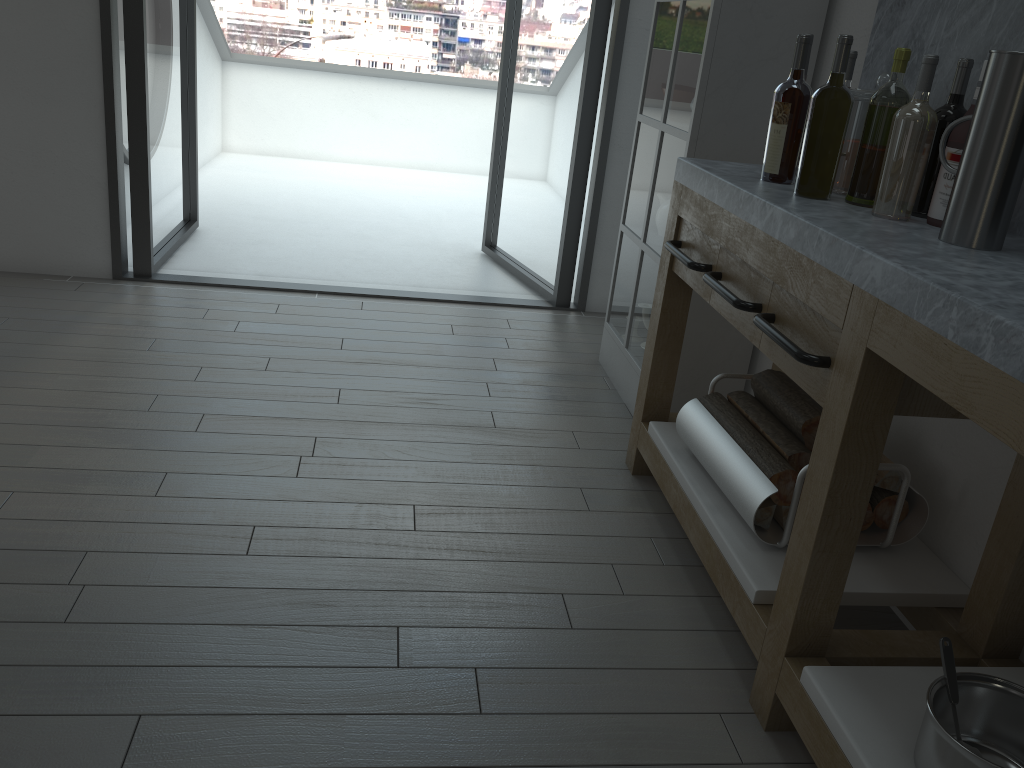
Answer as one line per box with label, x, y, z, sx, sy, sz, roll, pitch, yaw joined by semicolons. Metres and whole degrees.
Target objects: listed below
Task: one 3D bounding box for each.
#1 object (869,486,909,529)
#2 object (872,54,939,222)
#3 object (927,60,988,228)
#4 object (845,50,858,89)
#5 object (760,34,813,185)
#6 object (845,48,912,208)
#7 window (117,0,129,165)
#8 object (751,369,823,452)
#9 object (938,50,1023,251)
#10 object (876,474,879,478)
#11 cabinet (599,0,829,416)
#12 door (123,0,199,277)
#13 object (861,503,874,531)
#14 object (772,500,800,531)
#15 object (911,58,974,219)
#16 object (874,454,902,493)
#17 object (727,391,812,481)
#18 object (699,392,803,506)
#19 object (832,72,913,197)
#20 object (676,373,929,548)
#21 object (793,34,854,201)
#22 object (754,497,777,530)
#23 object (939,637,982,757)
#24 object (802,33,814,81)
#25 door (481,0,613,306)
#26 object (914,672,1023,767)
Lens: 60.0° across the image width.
object;0.849;0.215;2.271;0.091;0.091;0.441;2;22;-11
object;0.811;-0.497;1.807;0.085;0.327;0.086;6;20;-1
object;0.915;-0.475;1.775;0.081;0.326;0.082;13;21;17
object;0.834;-0.682;2.276;0.085;0.327;0.086;6;20;-1
object;0.674;-0.659;2.153;0.093;0.355;0.093;16;22;23
object;0.814;-0.557;1.940;0.092;0.336;0.092;10;21;8
window;-2.049;-1.925;4.759;0.104;1.456;1.485;3;21;-9
object;0.711;0.064;2.247;0.104;0.101;0.295;2;22;-11
object;0.875;-0.425;1.617;0.114;0.336;0.166;5;21;-6
object;0.752;0.148;2.238;0.115;0.079;0.439;2;22;-11
cabinet;0.688;-0.883;3.082;0.361;1.970;0.648;3;21;-9
door;-1.620;-1.775;4.124;0.080;2.324;1.062;3;21;-9
object;0.762;0.217;2.262;0.091;0.088;0.459;2;22;-11
object;0.607;0.226;2.221;0.067;0.066;0.427;2;22;-11
object;0.916;-0.515;1.876;0.085;0.327;0.086;6;20;-1
object;0.833;0.136;2.227;0.071;0.072;0.427;2;22;-11
object;0.652;0.128;2.225;0.101;0.086;0.366;2;22;-11
object;0.578;0.149;2.193;0.092;0.092;0.441;2;22;-11
object;0.860;-0.591;2.103;0.184;0.283;0.186;12;21;14
object;0.700;0.180;2.204;0.429;0.229;0.532;2;22;-11
object;0.702;-0.586;1.969;0.093;0.355;0.093;20;24;32
object;0.527;0.221;2.206;0.067;0.066;0.427;2;22;-11
object;0.713;0.519;1.394;0.051;0.151;0.192;3;21;-9
object;0.737;-0.730;2.329;0.085;0.356;0.089;11;21;11
door;0.181;-1.667;4.381;0.080;2.324;1.061;-2;22;-23
object;0.818;0.563;1.392;0.378;0.162;0.225;-1;22;-19
